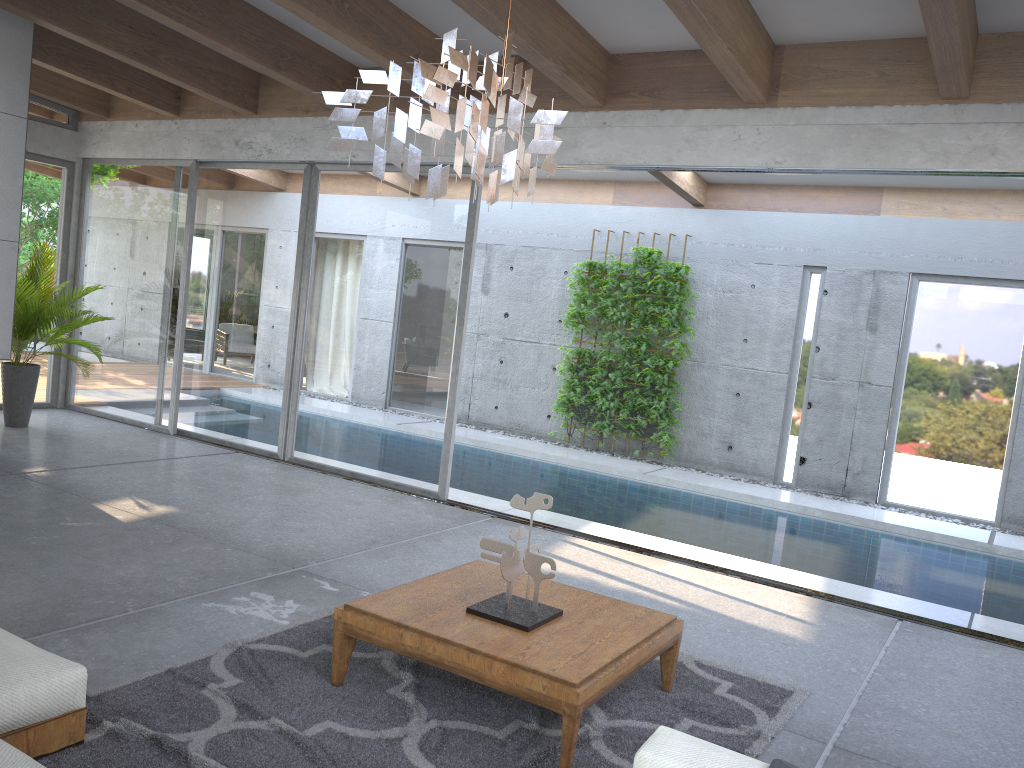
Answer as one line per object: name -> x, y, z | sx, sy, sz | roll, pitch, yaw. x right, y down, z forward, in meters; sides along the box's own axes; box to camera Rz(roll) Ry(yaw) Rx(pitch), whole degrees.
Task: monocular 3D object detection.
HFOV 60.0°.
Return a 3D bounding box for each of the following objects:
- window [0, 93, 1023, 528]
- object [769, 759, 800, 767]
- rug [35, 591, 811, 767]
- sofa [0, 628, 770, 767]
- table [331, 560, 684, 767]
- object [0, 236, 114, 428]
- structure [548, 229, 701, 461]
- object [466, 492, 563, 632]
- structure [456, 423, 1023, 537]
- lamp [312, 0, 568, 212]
window -> 0.389, -0.506, 3.403 | 23.280, 3.764, 14.294 | 9, 5, 30
object -> 0.756, 1.331, 2.039 | 0.472, 0.704, 0.857 | 9, 5, 27
rug -> -0.347, 1.272, 3.323 | 2.187, 0.056, 3.186 | 9, 5, 31
sofa -> -0.846, 1.031, 2.121 | 3.733, 0.777, 1.965 | 9, 5, 30
table -> 0.005, 1.131, 3.766 | 1.112, 0.352, 1.048 | 9, 5, 30
object -> -4.629, -0.504, 8.406 | 1.798, 1.819, 1.484 | 10, 6, 37
structure -> 3.517, 0.037, 7.011 | 2.739, 2.687, 10.282 | 2, 6, -42
object -> 0.021, 0.698, 3.722 | 0.379, 0.518, 0.346 | 9, 5, 30
structure -> 1.945, 0.994, 10.593 | 13.673, 0.068, 0.477 | 9, 5, 30
lamp -> -0.134, -1.247, 2.688 | 0.862, 1.400, 0.636 | 6, 5, -13
